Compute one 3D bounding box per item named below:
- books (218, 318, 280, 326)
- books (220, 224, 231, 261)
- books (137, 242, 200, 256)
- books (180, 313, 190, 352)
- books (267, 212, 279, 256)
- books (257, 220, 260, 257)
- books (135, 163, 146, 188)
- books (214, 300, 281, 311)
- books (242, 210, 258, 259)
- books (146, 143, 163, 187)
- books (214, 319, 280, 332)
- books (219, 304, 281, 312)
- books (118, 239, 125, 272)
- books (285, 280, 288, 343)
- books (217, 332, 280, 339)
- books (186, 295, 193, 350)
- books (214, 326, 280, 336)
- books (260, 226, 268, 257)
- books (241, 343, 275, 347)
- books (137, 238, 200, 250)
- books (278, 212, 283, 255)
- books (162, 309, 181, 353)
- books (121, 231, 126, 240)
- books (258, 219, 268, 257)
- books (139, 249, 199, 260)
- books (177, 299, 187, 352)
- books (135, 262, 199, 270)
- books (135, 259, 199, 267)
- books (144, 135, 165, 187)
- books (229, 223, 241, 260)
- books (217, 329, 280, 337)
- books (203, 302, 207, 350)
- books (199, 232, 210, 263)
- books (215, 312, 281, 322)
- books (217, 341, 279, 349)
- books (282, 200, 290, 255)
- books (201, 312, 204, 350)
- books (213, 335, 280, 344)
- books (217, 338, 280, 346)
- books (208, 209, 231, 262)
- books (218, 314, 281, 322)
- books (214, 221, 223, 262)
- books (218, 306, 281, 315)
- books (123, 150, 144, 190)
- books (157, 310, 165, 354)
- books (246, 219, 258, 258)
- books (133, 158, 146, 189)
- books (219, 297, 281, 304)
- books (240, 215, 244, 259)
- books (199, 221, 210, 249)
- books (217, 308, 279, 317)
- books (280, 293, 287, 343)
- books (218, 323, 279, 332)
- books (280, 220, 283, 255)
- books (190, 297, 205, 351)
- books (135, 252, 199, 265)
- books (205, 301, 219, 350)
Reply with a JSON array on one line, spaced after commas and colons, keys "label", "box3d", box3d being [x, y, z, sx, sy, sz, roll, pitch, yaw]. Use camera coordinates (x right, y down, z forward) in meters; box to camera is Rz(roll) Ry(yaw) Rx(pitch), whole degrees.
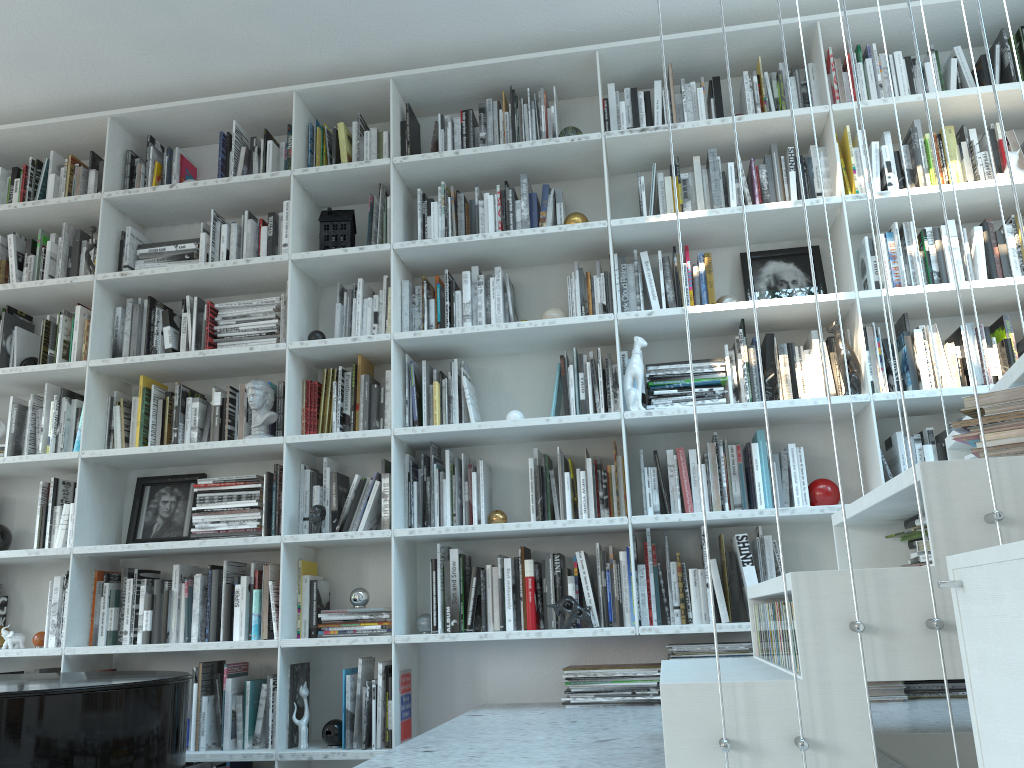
[{"label": "books", "box3d": [-1.067, -0.234, 3.683, 0.254, 0.012, 0.161, -4, -15, 6]}, {"label": "books", "box3d": [-1.184, -0.540, 3.771, 0.027, 0.216, 0.190, -4, -15, 9]}, {"label": "books", "box3d": [-1.445, -0.553, 3.831, 0.285, 0.024, 0.160, -5, -15, 11]}, {"label": "books", "box3d": [-1.337, -0.172, 3.711, 0.024, 0.216, 0.148, -4, -15, 9]}, {"label": "books", "box3d": [-0.981, -0.573, 3.738, 0.032, 0.247, 0.174, -4, -15, 9]}, {"label": "books", "box3d": [-1.040, -0.557, 3.756, 0.010, 0.229, 0.152, -4, -15, 9]}, {"label": "books", "box3d": [-1.607, -0.851, 3.924, 0.026, 0.194, 0.167, -4, -15, 9]}, {"label": "books", "box3d": [-1.070, -0.308, 3.697, 0.285, 0.012, 0.160, -3, -15, 4]}, {"label": "books", "box3d": [-1.092, -0.573, 3.765, 0.023, 0.268, 0.185, -4, -15, 9]}, {"label": "books", "box3d": [-1.576, -0.901, 3.939, 0.010, 0.295, 0.153, -4, -15, 9]}, {"label": "books", "box3d": [-1.066, -0.223, 3.680, 0.285, 0.012, 0.160, -5, -15, 12]}, {"label": "books", "box3d": [-1.068, -0.293, 3.705, 0.254, 0.012, 0.161, -5, -15, 9]}, {"label": "books", "box3d": [-1.642, -0.498, 3.834, 0.027, 0.201, 0.168, -4, -15, 9]}, {"label": "books", "box3d": [-0.900, -0.254, 3.663, 0.012, 0.318, 0.140, -4, -15, 9]}, {"label": "books", "box3d": [-1.064, -0.176, 3.671, 0.254, 0.012, 0.161, -5, -15, 11]}, {"label": "books", "box3d": [-1.310, -0.209, 3.719, 0.049, 0.290, 0.162, -4, -15, 9]}, {"label": "books", "box3d": [-1.065, -0.198, 3.679, 0.285, 0.012, 0.160, -5, -15, 10]}, {"label": "books", "box3d": [-1.010, -0.541, 3.736, 0.029, 0.187, 0.176, -4, -15, 9]}, {"label": "books", "box3d": [-1.061, -0.128, 3.661, 0.285, 0.012, 0.160, -5, -15, 10]}, {"label": "books", "box3d": [-1.445, -0.575, 3.841, 0.285, 0.024, 0.160, -5, -15, 9]}, {"label": "books", "box3d": [-0.949, -0.578, 3.751, 0.029, 0.260, 0.133, -4, -15, 9]}, {"label": "books", "box3d": [-1.404, -0.178, 3.718, 0.066, 0.236, 0.154, -4, -15, 9]}, {"label": "books", "box3d": [-1.659, -0.517, 3.863, 0.012, 0.253, 0.161, -4, -15, 9]}, {"label": "books", "box3d": [-1.030, -0.559, 3.748, 0.012, 0.230, 0.159, -4, -15, 9]}, {"label": "books", "box3d": [-1.445, -0.530, 3.820, 0.254, 0.025, 0.161, -3, -15, 5]}, {"label": "books", "box3d": [-1.360, -0.201, 3.729, 0.022, 0.284, 0.131, -4, -15, 9]}, {"label": "books", "box3d": [-1.444, -0.477, 3.809, 0.285, 0.012, 0.160, -4, -15, 6]}, {"label": "books", "box3d": [-1.444, -0.488, 3.814, 0.285, 0.012, 0.160, -4, -15, 7]}, {"label": "books", "box3d": [-1.588, -0.920, 3.952, 0.014, 0.340, 0.145, -4, -15, 9]}, {"label": "books", "box3d": [-1.144, -0.544, 3.768, 0.028, 0.218, 0.184, -4, -15, 9]}, {"label": "books", "box3d": [-1.064, -0.187, 3.674, 0.254, 0.012, 0.161, -4, -15, 7]}, {"label": "books", "box3d": [-1.235, -0.194, 3.695, 0.015, 0.244, 0.183, -4, -15, 9]}, {"label": "books", "box3d": [-1.275, -0.519, 3.780, 0.025, 0.187, 0.194, -4, -15, 9]}, {"label": "books", "box3d": [-1.067, -0.257, 3.694, 0.285, 0.012, 0.160, -4, -15, 8]}, {"label": "books", "box3d": [-1.062, -0.139, 3.666, 0.254, 0.012, 0.161, -5, -15, 9]}, {"label": "books", "box3d": [-0.877, -0.590, 3.668, 0.037, 0.236, 0.273, -4, -15, 9]}, {"label": "books", "box3d": [-1.252, -0.177, 3.702, 0.024, 0.215, 0.132, -4, -15, 9]}, {"label": "books", "box3d": [-1.064, -0.164, 3.665, 0.285, 0.012, 0.160, -4, -15, 6]}, {"label": "books", "box3d": [-1.063, -0.152, 3.667, 0.254, 0.012, 0.161, -4, -15, 8]}, {"label": "books", "box3d": [-1.237, -0.572, 3.774, 0.011, 0.283, 0.190, -4, -15, 9]}, {"label": "books", "box3d": [-1.067, -0.246, 3.689, 0.254, 0.012, 0.161, -5, -15, 11]}, {"label": "books", "box3d": [-1.218, -0.547, 3.781, 0.021, 0.237, 0.172, -4, -15, 9]}, {"label": "books", "box3d": [-1.068, -0.282, 3.698, 0.254, 0.012, 0.161, -5, -15, 11]}, {"label": "books", "box3d": [-1.657, -0.877, 3.932, 0.026, 0.252, 0.186, -4, -15, 9]}, {"label": "books", "box3d": [-1.442, -0.174, 3.730, 0.011, 0.239, 0.148, -4, -15, 9]}, {"label": "books", "box3d": [-1.070, -0.554, 3.748, 0.023, 0.222, 0.191, -4, -15, 9]}, {"label": "books", "box3d": [-1.630, -0.862, 3.944, 0.023, 0.227, 0.157, -4, -15, 9]}, {"label": "books", "box3d": [-1.070, -0.317, 3.707, 0.285, 0.012, 0.160, -5, -15, 11]}, {"label": "books", "box3d": [-1.114, -0.567, 3.789, 0.029, 0.272, 0.141, -4, -15, 9]}, {"label": "books", "box3d": [-1.294, -0.549, 3.795, 0.012, 0.253, 0.161, -4, -15, 9]}, {"label": "books", "box3d": [-1.069, -0.271, 3.688, 0.254, 0.012, 0.161, -6, -15, 13]}, {"label": "books", "box3d": [-0.913, -0.226, 3.642, 0.012, 0.253, 0.161, -4, -15, 9]}, {"label": "books", "box3d": [-1.065, -0.210, 3.682, 0.254, 0.012, 0.161, -5, -15, 10]}, {"label": "books", "box3d": [-0.922, -0.555, 3.725, 0.029, 0.202, 0.192, -4, -15, 9]}, {"label": "books", "box3d": [-1.278, -0.205, 3.697, 0.021, 0.268, 0.192, -4, -15, 9]}, {"label": "books", "box3d": [-1.445, -0.507, 3.812, 0.285, 0.024, 0.160, -6, -15, 13]}, {"label": "books", "box3d": [-1.223, -0.200, 3.681, 0.013, 0.246, 0.177, -4, -15, 9]}]
